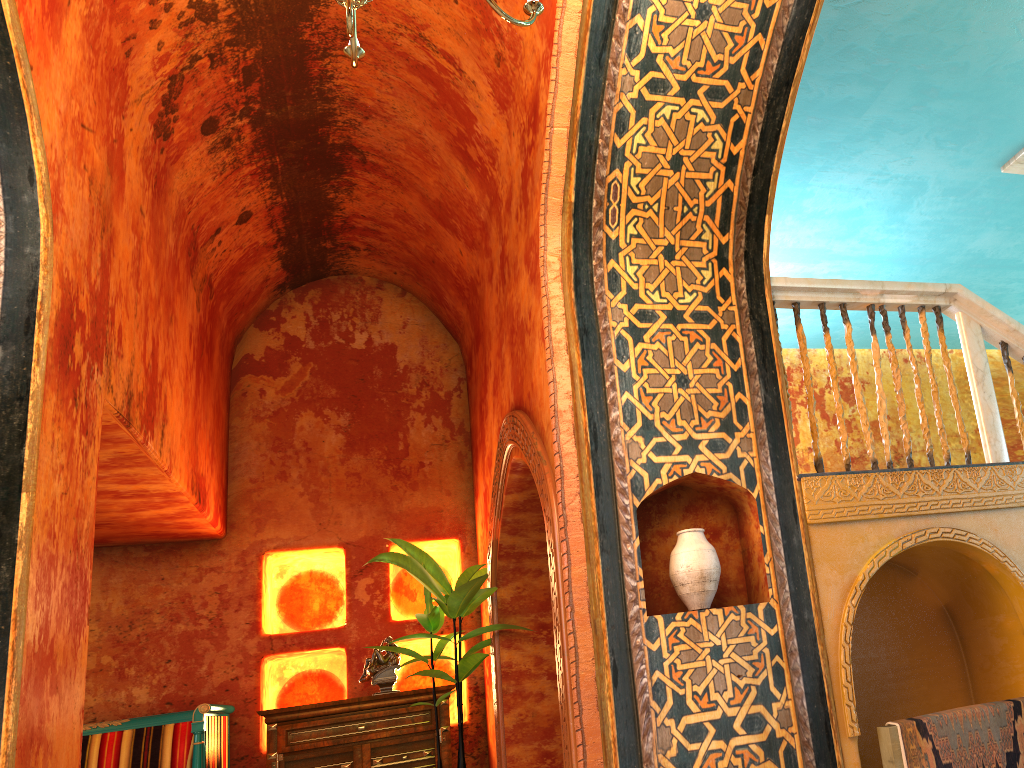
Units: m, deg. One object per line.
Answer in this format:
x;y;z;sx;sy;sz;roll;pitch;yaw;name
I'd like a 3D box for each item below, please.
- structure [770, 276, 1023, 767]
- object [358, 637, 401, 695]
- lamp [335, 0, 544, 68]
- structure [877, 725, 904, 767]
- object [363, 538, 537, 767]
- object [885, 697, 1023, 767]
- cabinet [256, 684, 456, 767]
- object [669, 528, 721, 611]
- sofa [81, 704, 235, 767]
4.294;1.160;6.109;6.334;3.073;1.704;-1;-17;-20;structure
-1.107;2.357;7.113;0.364;0.459;0.164;-1;-16;-17;object
-0.474;-1.976;2.381;1.202;2.312;1.234;-1;-16;-14;lamp
2.327;1.981;4.227;1.091;0.673;0.103;0;-16;-20;structure
-0.370;2.336;6.529;1.192;2.368;1.240;-8;-16;9;object
2.306;1.896;4.236;0.953;0.543;0.143;0;-16;-20;object
-1.193;3.164;6.824;1.583;1.230;0.583;-1;-16;-19;cabinet
0.887;0.901;4.127;0.253;0.375;0.256;-6;-16;1;object
-3.360;3.035;5.701;2.675;1.339;1.111;-1;-18;-19;sofa
